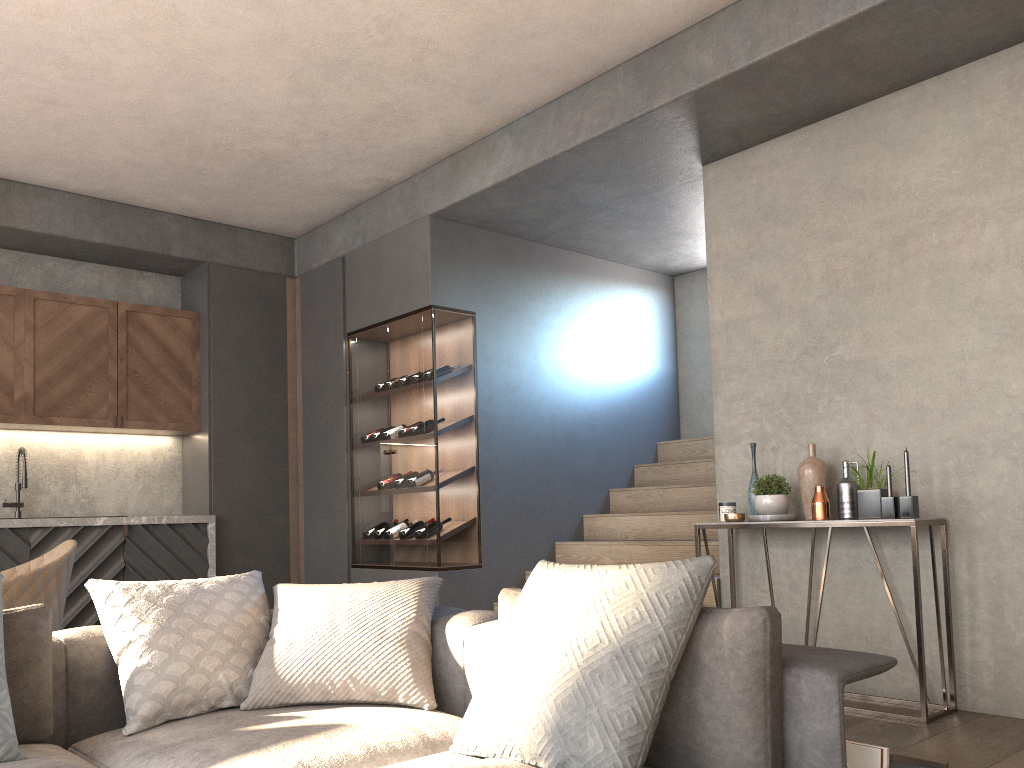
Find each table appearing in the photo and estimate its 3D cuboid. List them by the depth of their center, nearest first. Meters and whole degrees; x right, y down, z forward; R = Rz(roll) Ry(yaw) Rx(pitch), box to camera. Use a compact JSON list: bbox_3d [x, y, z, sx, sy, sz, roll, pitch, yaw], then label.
[{"bbox_3d":[1.397,1.040,4.071,0.300,0.815,1.107,2,-8,-41],"label":"table"}]

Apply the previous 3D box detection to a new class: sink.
[{"bbox_3d":[-3.042,0.672,5.670,0.965,0.543,0.463,5,-9,-41],"label":"sink"}]

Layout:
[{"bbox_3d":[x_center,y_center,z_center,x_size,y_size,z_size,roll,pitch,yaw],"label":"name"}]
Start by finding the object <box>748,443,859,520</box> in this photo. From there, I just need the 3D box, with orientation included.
[{"bbox_3d":[1.333,0.451,4.178,0.564,0.388,0.225,-8,-8,44],"label":"object"}]

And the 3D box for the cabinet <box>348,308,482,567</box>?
[{"bbox_3d":[-0.667,0.400,5.863,0.337,1.574,1.004,2,-6,-41],"label":"cabinet"}]

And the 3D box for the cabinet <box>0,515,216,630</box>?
[{"bbox_3d":[-3.499,1.281,5.157,3.401,0.943,0.604,6,-9,-41],"label":"cabinet"}]

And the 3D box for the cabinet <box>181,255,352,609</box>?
[{"bbox_3d":[-1.608,0.527,6.498,1.189,2.737,1.209,2,-6,-41],"label":"cabinet"}]

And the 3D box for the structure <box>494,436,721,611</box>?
[{"bbox_3d":[1.006,0.985,5.615,2.265,1.413,1.516,5,-9,-41],"label":"structure"}]

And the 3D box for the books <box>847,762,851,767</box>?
[{"bbox_3d":[0.515,0.973,1.989,0.079,0.350,0.571,2,-8,-41],"label":"books"}]

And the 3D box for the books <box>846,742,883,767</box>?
[{"bbox_3d":[0.577,0.979,2.043,0.064,0.352,0.571,2,-8,-41],"label":"books"}]

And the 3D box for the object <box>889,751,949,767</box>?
[{"bbox_3d":[0.587,0.975,1.954,0.216,0.349,0.671,3,-9,-41],"label":"object"}]

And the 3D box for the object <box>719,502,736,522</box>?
[{"bbox_3d":[1.082,0.644,4.429,0.084,0.097,0.085,-2,-6,6],"label":"object"}]

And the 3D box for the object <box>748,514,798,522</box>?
[{"bbox_3d":[1.248,0.641,4.224,0.229,0.031,0.230,4,-11,-35],"label":"object"}]

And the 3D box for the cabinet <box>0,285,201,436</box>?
[{"bbox_3d":[-3.620,-0.199,5.337,3.402,0.859,0.371,6,-8,-41],"label":"cabinet"}]

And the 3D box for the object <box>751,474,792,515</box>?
[{"bbox_3d":[1.245,0.542,4.227,0.195,0.226,0.188,-5,-6,27],"label":"object"}]

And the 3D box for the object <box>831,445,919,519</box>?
[{"bbox_3d":[1.585,0.422,3.871,0.315,0.335,0.405,-2,-7,0],"label":"object"}]

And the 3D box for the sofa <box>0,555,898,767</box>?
[{"bbox_3d":[-0.304,0.723,1.552,2.029,0.778,2.929,5,-11,-41],"label":"sofa"}]

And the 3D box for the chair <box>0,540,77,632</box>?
[{"bbox_3d":[-2.035,1.051,3.535,0.511,0.831,0.558,2,-6,-37],"label":"chair"}]

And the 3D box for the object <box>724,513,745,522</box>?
[{"bbox_3d":[1.088,0.654,4.314,0.099,0.041,0.100,6,-11,-42],"label":"object"}]

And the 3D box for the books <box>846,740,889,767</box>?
[{"bbox_3d":[0.591,0.979,2.046,0.064,0.352,0.571,2,-8,-41],"label":"books"}]
